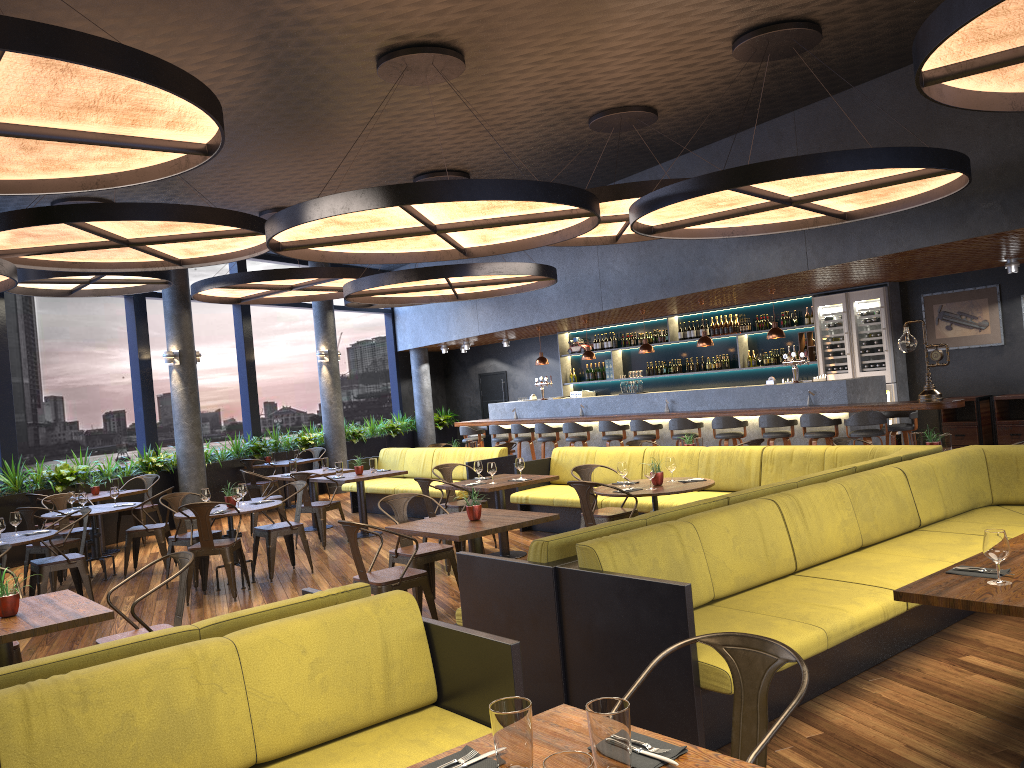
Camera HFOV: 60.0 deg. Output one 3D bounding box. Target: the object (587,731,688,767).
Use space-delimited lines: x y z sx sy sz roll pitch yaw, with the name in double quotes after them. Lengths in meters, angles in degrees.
0.324 0.901 2.186 0.157 0.019 0.255 -5 0 -40 "object"

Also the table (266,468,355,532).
-2.714 1.591 12.099 0.906 0.763 0.887 -5 0 -40 "table"

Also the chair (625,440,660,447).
1.659 1.119 10.450 0.504 0.917 0.541 -5 0 -39 "chair"

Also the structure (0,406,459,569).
-4.706 1.448 14.466 0.808 1.413 17.112 -5 0 25 "structure"

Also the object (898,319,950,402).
4.719 -0.272 10.147 0.566 0.944 0.263 -5 0 43 "object"

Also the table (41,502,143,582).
-4.552 1.748 9.697 1.007 0.760 1.007 -5 0 44 "table"

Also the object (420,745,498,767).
-0.129 0.941 2.195 0.255 0.019 0.157 -5 0 -40 "object"

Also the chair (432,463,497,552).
-0.535 1.311 9.468 0.504 0.917 0.541 -5 0 -39 "chair"

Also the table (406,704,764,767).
0.132 1.311 1.947 0.887 0.763 0.906 -5 0 -40 "table"

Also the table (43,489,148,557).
-5.393 1.828 11.550 0.887 0.763 0.906 -5 0 25 "table"

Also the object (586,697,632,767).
0.228 0.829 2.046 0.102 0.178 0.102 -5 0 36 "object"

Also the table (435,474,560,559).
-0.121 1.352 8.932 0.906 0.763 0.887 -5 0 -40 "table"

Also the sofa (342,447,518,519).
-1.253 1.386 12.441 0.966 0.914 3.061 -5 0 -40 "sofa"

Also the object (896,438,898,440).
5.627 0.884 12.935 0.056 0.205 0.057 -5 0 1 "object"

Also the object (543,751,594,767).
0.119 0.838 1.760 0.102 0.178 0.102 -5 0 36 "object"

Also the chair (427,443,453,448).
-0.981 1.361 13.510 0.504 0.917 0.541 -5 0 -39 "chair"

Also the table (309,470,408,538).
-1.890 1.515 11.101 0.887 0.763 0.906 -5 0 -40 "table"

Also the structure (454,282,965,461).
2.870 0.128 14.145 2.700 2.700 9.298 -5 0 -40 "structure"

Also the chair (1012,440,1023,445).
4.152 0.889 7.402 0.504 0.917 0.541 -5 0 -39 "chair"

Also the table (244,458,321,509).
-3.809 1.696 14.909 0.887 0.763 0.906 -5 0 25 "table"

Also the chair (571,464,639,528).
0.848 1.184 7.939 0.504 0.917 0.541 -5 0 -39 "chair"

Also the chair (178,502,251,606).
-2.717 1.501 8.083 0.504 0.917 0.541 -5 0 0 "chair"

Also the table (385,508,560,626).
-0.258 1.358 6.357 0.887 0.763 0.906 -5 0 -40 "table"

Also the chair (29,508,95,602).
-4.075 1.622 8.042 0.541 0.917 0.504 -5 0 -39 "chair"

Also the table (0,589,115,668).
-2.560 1.557 4.444 0.887 0.763 0.906 -5 0 -40 "table"

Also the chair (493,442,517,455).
-0.179 1.287 12.536 0.504 0.917 0.541 -5 0 -39 "chair"

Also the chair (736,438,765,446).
2.449 1.046 9.491 0.504 0.917 0.541 -5 0 -39 "chair"

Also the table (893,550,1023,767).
2.156 1.135 3.426 0.906 0.763 0.887 -5 0 -40 "table"

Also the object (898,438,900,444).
5.614 0.885 12.844 0.056 0.205 0.056 -5 0 -39 "object"

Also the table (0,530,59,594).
-4.471 1.735 7.701 1.007 0.760 1.007 -5 0 18 "table"

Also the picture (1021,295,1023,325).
6.997 -0.844 11.162 0.028 0.697 1.039 -5 0 -40 "picture"

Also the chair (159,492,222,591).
-3.186 1.545 8.863 0.541 0.917 0.504 -5 0 32 "chair"

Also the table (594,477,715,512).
1.222 1.229 7.444 1.007 0.760 1.007 -5 0 -2 "table"

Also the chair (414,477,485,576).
-0.620 1.316 8.490 0.541 0.917 0.504 -5 0 -39 "chair"

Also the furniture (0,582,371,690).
-3.178 1.536 4.393 3.372 0.914 4.503 -5 0 -40 "furniture"

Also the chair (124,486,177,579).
-3.978 1.618 9.786 0.541 0.917 0.504 -5 0 -10 "chair"

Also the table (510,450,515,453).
-0.547 1.401 13.053 0.906 0.763 0.887 -5 0 -40 "table"

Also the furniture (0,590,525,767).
-0.236 1.264 0.820 3.378 0.916 4.755 -5 0 -40 "furniture"

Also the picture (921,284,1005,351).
6.162 -0.891 12.162 0.028 0.809 1.039 -5 0 -40 "picture"

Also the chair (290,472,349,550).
-2.313 1.472 10.531 0.504 0.917 0.541 -5 0 28 "chair"

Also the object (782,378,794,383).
4.473 0.145 14.138 0.204 0.492 0.310 -5 0 -40 "object"

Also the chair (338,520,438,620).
-0.847 1.329 5.947 0.541 0.917 0.504 -5 0 -39 "chair"

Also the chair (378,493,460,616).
-0.724 1.321 6.890 0.504 0.917 0.541 -5 0 -39 "chair"

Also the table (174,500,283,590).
-2.710 1.581 8.609 1.007 0.760 1.007 -5 0 38 "table"

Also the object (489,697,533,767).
0.004 0.849 2.105 0.102 0.178 0.102 -5 0 -4 "object"

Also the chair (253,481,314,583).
-2.314 1.468 8.949 0.541 0.917 0.504 -5 0 -39 "chair"

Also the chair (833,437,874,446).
3.361 0.962 8.362 0.504 0.917 0.541 -5 0 -39 "chair"

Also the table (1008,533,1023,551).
2.847 1.075 4.007 0.906 0.763 0.887 -5 0 -40 "table"

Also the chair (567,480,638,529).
0.759 1.190 7.060 0.541 0.917 0.504 -5 0 -39 "chair"

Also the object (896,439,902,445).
5.488 0.916 12.954 0.277 0.206 0.416 -5 0 -37 "object"

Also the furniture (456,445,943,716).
1.486 1.127 6.525 4.895 0.914 7.462 -5 0 -45 "furniture"
